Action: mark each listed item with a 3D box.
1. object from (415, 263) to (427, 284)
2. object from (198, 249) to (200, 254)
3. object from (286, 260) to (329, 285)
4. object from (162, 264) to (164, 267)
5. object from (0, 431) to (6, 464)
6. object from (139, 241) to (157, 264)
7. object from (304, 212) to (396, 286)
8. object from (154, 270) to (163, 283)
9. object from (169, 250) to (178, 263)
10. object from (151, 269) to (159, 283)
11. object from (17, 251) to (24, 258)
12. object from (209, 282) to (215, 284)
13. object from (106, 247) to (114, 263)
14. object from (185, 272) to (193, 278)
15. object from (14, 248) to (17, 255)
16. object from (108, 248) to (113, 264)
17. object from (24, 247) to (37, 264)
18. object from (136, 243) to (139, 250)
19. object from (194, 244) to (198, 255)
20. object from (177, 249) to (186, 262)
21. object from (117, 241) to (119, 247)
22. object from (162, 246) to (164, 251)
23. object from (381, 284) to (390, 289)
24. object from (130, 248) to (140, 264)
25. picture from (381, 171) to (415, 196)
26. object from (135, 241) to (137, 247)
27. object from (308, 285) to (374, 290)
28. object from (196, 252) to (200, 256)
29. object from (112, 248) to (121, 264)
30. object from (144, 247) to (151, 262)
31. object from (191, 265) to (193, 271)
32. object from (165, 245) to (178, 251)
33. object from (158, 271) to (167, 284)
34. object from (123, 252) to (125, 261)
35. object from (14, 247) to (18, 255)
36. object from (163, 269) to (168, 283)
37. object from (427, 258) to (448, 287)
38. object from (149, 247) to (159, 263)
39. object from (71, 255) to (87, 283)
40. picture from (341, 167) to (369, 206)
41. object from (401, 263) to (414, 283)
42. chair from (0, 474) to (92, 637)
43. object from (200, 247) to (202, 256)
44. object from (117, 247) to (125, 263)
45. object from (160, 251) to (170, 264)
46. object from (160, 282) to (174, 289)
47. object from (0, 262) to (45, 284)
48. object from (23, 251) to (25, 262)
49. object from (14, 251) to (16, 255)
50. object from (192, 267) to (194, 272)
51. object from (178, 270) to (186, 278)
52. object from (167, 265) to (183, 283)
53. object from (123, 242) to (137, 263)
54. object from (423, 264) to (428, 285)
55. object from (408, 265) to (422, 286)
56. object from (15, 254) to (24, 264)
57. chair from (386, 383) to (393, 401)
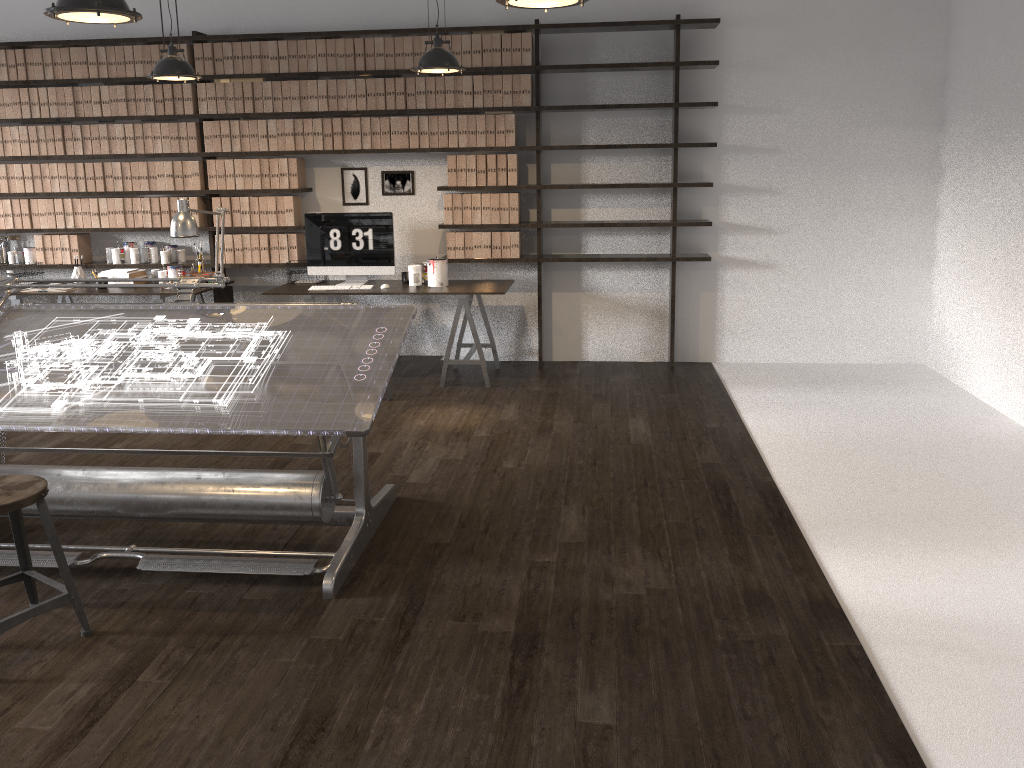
[{"bbox_3d":[-0.650,-0.795,6.391,0.097,0.141,0.096,4,13,23],"label":"object"},{"bbox_3d":[-2.299,-0.918,6.528,0.006,0.180,0.053,-11,15,-40],"label":"object"},{"bbox_3d":[-1.503,-0.824,6.517,0.284,0.159,0.206,-1,13,-2],"label":"object"},{"bbox_3d":[-2.628,-0.841,6.703,0.029,0.132,0.004,1,11,11],"label":"object"},{"bbox_3d":[-2.498,0.362,4.089,0.353,0.374,0.356,6,14,27],"label":"object"},{"bbox_3d":[-2.828,-1.017,6.861,0.094,0.160,0.207,1,13,7],"label":"object"},{"bbox_3d":[-1.156,-0.977,6.386,0.643,0.513,0.206,0,12,6],"label":"object"},{"bbox_3d":[-2.648,-0.803,6.634,0.063,0.092,0.063,-12,16,-42],"label":"object"},{"bbox_3d":[-2.593,-0.975,6.786,0.063,0.094,0.063,8,15,37],"label":"object"},{"bbox_3d":[-2.689,-0.816,6.686,0.062,0.093,0.062,-12,16,-42],"label":"object"},{"bbox_3d":[-3.861,-1.001,6.982,0.063,0.092,0.063,-8,14,-31],"label":"object"},{"bbox_3d":[-2.174,-0.731,6.431,0.049,0.037,0.049,1,13,9],"label":"object"},{"bbox_3d":[-3.120,-1.001,6.882,0.062,0.118,0.062,-12,16,-42],"label":"object"},{"bbox_3d":[-2.395,-0.787,6.577,0.060,0.088,0.060,1,12,10],"label":"object"},{"bbox_3d":[-3.860,-0.999,6.904,0.028,0.126,0.004,0,11,4],"label":"object"},{"bbox_3d":[-3.078,-0.988,6.831,0.063,0.117,0.063,-12,16,-42],"label":"object"},{"bbox_3d":[-3.753,-0.999,6.913,0.095,0.127,0.095,2,13,13],"label":"object"},{"bbox_3d":[-2.878,-1.019,6.834,0.005,0.147,0.036,5,13,28],"label":"object"},{"bbox_3d":[-2.308,-0.926,6.514,0.055,0.212,0.007,2,12,13],"label":"object"},{"bbox_3d":[-2.552,-0.990,6.842,0.062,0.095,0.062,8,15,37],"label":"object"},{"bbox_3d":[-3.054,-1.030,6.895,0.041,0.167,0.009,1,11,9],"label":"object"},{"bbox_3d":[-2.669,-0.996,6.791,0.004,0.134,0.030,-1,11,2],"label":"object"},{"bbox_3d":[-0.882,-0.681,6.169,0.059,0.028,0.107,0,14,3],"label":"object"},{"bbox_3d":[-2.884,-0.977,6.770,0.062,0.118,0.062,-7,13,-25],"label":"object"},{"bbox_3d":[-0.859,-1.515,6.681,0.251,0.182,0.023,0,11,6],"label":"picture"},{"bbox_3d":[-2.886,-1.017,6.829,0.004,0.167,0.030,5,13,27],"label":"object"},{"bbox_3d":[-1.193,-0.673,6.189,0.439,0.017,0.120,-1,14,1],"label":"object"},{"bbox_3d":[-2.299,-0.899,6.511,0.038,0.152,0.008,-9,14,-34],"label":"object"},{"bbox_3d":[-3.028,-0.977,6.782,0.062,0.118,0.062,-9,14,-33],"label":"object"},{"bbox_3d":[-2.816,-0.998,6.850,0.044,0.126,0.045,4,13,23],"label":"object"},{"bbox_3d":[-2.380,-0.817,6.560,0.040,0.129,0.005,0,11,4],"label":"object"},{"bbox_3d":[-2.649,-1.015,6.896,0.094,0.128,0.096,-2,12,-7],"label":"object"},{"bbox_3d":[-2.597,-0.792,6.586,0.062,0.093,0.062,-9,14,-33],"label":"object"},{"bbox_3d":[-3.035,-0.994,6.905,0.054,0.100,0.054,0,12,5],"label":"object"},{"bbox_3d":[-3.855,-1.007,6.906,0.041,0.124,0.008,-2,11,-5],"label":"object"},{"bbox_3d":[-2.591,-0.808,6.646,0.045,0.100,0.045,0,12,6],"label":"object"},{"bbox_3d":[-0.522,-0.781,6.242,0.144,0.194,0.146,-6,13,-21],"label":"object"},{"bbox_3d":[-2.759,-0.993,6.825,0.062,0.118,0.062,-7,13,-25],"label":"object"},{"bbox_3d":[-3.297,-0.870,6.732,0.102,0.207,0.102,-10,15,-38],"label":"object"},{"bbox_3d":[-1.191,-1.499,6.722,0.201,0.282,0.022,0,11,5],"label":"picture"},{"bbox_3d":[-0.760,-0.807,6.454,0.097,0.141,0.092,-4,12,-14],"label":"object"},{"bbox_3d":[-1.630,0.592,2.830,0.373,0.522,0.361,7,15,34],"label":"chair"},{"bbox_3d":[-2.289,-0.913,6.512,0.008,0.184,0.072,-11,15,-40],"label":"object"},{"bbox_3d":[-3.022,-0.993,6.843,0.045,0.126,0.045,0,12,6],"label":"object"},{"bbox_3d":[-2.639,-0.963,6.738,0.062,0.095,0.062,8,15,37],"label":"object"},{"bbox_3d":[-2.424,-0.715,6.373,0.197,0.050,0.133,-7,15,-22],"label":"object"},{"bbox_3d":[-3.678,-0.820,6.654,0.203,0.159,0.287,0,13,6],"label":"object"},{"bbox_3d":[-3.809,-0.996,6.956,0.045,0.100,0.045,1,12,9],"label":"object"},{"bbox_3d":[-3.854,-0.991,6.889,0.035,0.102,0.004,-1,11,2],"label":"object"},{"bbox_3d":[-2.377,-0.819,6.582,0.040,0.123,0.005,0,11,2],"label":"object"},{"bbox_3d":[-2.427,-0.783,6.515,0.049,0.111,0.049,1,12,9],"label":"object"},{"bbox_3d":[-2.490,-0.806,6.558,0.105,0.140,0.105,2,13,13],"label":"object"},{"bbox_3d":[-2.957,-1.015,6.864,0.095,0.160,0.095,-1,12,2],"label":"object"},{"bbox_3d":[-0.597,-0.780,6.321,0.068,0.153,0.069,-5,12,-17],"label":"object"},{"bbox_3d":[-0.688,-0.771,6.292,0.095,0.143,0.095,6,14,31],"label":"object"},{"bbox_3d":[-3.820,-0.993,6.962,0.062,0.092,0.183,3,14,19],"label":"object"},{"bbox_3d":[-1.012,-0.157,5.796,0.359,0.522,0.375,-7,13,-25],"label":"chair"}]
